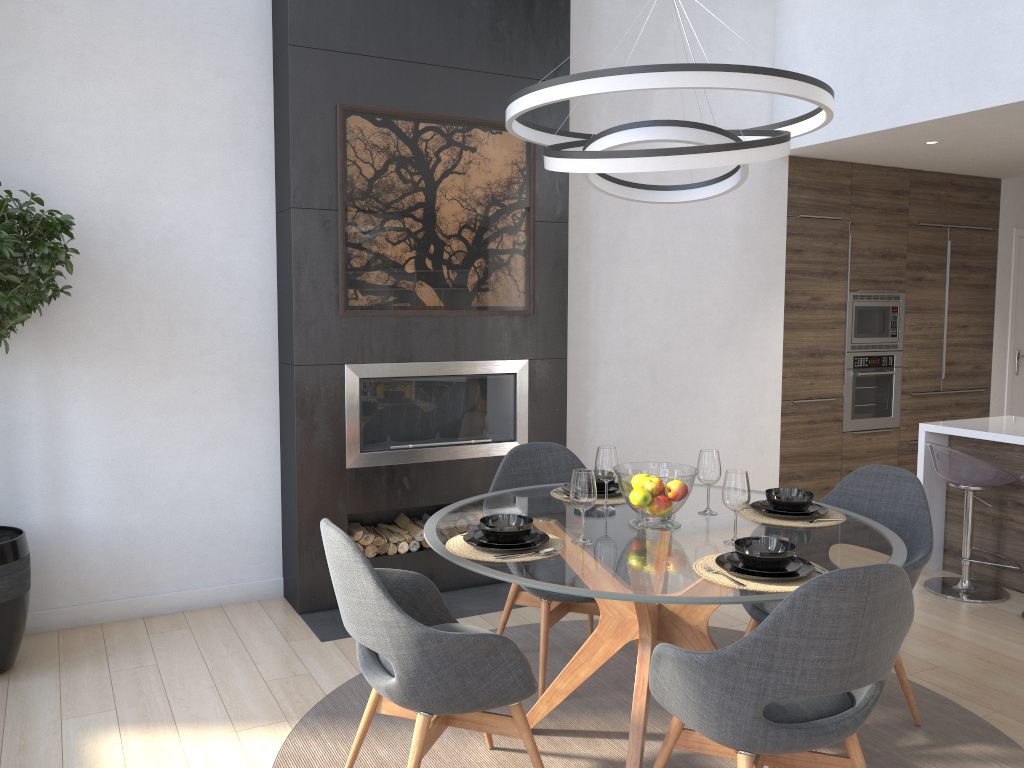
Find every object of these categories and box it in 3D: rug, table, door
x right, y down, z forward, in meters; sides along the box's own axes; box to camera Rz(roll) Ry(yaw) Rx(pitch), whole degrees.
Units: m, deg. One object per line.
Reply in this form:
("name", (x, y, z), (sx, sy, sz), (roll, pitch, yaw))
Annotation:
("rug", (0.473, 1.228, 2.959), (2.499, 0.010, 2.499), (4, 6, 35))
("table", (0.465, 0.842, 2.921), (1.499, 0.764, 1.499), (-4, 6, -38))
("door", (4.432, -0.198, 7.385), (0.974, 2.136, 0.085), (-2, 6, -27))

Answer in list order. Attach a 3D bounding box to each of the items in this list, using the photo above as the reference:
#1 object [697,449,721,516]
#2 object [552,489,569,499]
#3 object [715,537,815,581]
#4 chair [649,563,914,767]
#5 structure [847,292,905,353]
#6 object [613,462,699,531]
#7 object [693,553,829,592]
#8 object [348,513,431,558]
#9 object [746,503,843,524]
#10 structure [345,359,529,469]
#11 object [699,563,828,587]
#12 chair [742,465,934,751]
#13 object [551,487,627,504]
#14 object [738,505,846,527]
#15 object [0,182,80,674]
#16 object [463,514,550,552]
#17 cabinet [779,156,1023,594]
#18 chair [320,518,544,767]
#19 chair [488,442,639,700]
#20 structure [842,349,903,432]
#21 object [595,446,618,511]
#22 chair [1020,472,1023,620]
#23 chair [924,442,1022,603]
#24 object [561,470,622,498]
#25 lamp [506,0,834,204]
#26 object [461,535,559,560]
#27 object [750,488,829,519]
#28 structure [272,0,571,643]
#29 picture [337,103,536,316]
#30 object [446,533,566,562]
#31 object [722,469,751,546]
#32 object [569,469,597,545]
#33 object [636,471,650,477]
("object", (0.677, 0.338, 3.053), (0.083, 0.220, 0.083), (0, 5, 1))
("object", (0.320, 0.411, 3.372), (0.309, 0.015, 0.206), (-1, 5, -18))
("object", (0.679, 0.467, 2.383), (0.258, 0.074, 0.258), (5, 7, 43))
("chair", (0.698, 0.837, 2.345), (0.655, 0.891, 0.619), (-2, 5, -21))
("structure", (2.533, -0.464, 6.627), (0.595, 0.430, 0.459), (-2, 6, -27))
("object", (0.467, 0.369, 2.893), (0.278, 0.184, 0.278), (-1, 5, -19))
("object", (0.673, 0.504, 2.397), (0.360, 0.002, 0.360), (1, 5, 15))
("object", (-0.447, 0.757, 4.749), (1.005, 0.195, 0.363), (-2, 6, -29))
("object", (0.958, 0.439, 3.066), (0.206, 0.015, 0.309), (-2, 5, -23))
("structure", (-0.421, 0.060, 4.649), (1.010, 0.651, 0.295), (-2, 6, -27))
("object", (0.682, 0.496, 2.400), (0.309, 0.015, 0.206), (-2, 5, -23))
("chair", (1.158, 0.763, 3.220), (0.619, 0.891, 0.655), (-2, 5, -26))
("object", (0.327, 0.418, 3.381), (0.360, 0.002, 0.360), (4, 6, 37))
("object", (0.962, 0.448, 3.061), (0.360, 0.002, 0.360), (4, 6, 37))
("object", (-2.132, 0.155, 3.512), (0.801, 2.019, 0.813), (-2, 5, -24))
("object", (-0.016, 0.442, 2.643), (0.258, 0.074, 0.258), (0, 5, -8))
("cabinet", (3.838, -0.140, 4.472), (2.402, 2.501, 4.694), (-2, 6, -27))
("chair", (-0.235, 0.812, 2.589), (0.619, 0.891, 0.655), (-2, 5, -26))
("chair", (0.215, 0.723, 3.642), (0.655, 0.891, 0.619), (-2, 5, -21))
("structure", (2.539, 0.035, 6.654), (0.595, 0.570, 0.495), (-2, 6, -27))
("object", (0.333, 0.331, 3.121), (0.083, 0.220, 0.083), (2, 5, 23))
("chair", (2.636, 0.741, 4.151), (0.475, 0.787, 0.434), (3, 5, 25))
("chair", (2.396, 0.697, 4.646), (0.434, 0.787, 0.475), (-1, 5, -10))
("object", (0.317, 0.379, 3.386), (0.258, 0.074, 0.258), (0, 5, -8))
("lamp", (0.487, -2.845, 2.611), (1.000, 4.513, 1.000), (-2, 5, -26))
("object", (-0.005, 0.472, 2.647), (0.206, 0.015, 0.309), (-2, 5, -23))
("object", (0.954, 0.410, 3.055), (0.258, 0.074, 0.258), (5, 7, 43))
("structure", (-0.334, -2.073, 4.314), (1.500, 6.351, 0.722), (-2, 6, -27))
("picture", (-0.351, -0.840, 4.444), (1.056, 0.990, 0.026), (-2, 6, -27))
("object", (-0.018, 0.480, 2.651), (0.360, 0.002, 0.360), (1, 5, 15))
("object", (0.673, 0.371, 2.667), (0.083, 0.220, 0.083), (4, 6, 34))
("object", (0.213, 0.369, 2.671), (0.083, 0.220, 0.083), (2, 5, 23))
("object", (0.434, 0.330, 2.960), (0.070, 0.071, 0.068), (4, 6, 34))
